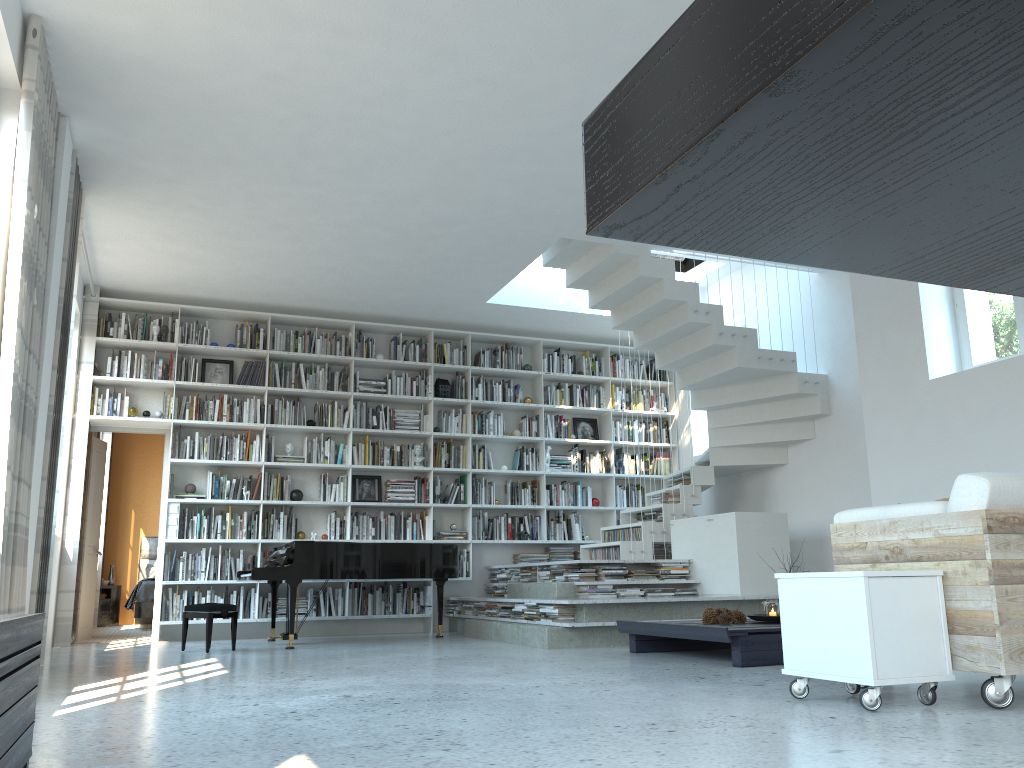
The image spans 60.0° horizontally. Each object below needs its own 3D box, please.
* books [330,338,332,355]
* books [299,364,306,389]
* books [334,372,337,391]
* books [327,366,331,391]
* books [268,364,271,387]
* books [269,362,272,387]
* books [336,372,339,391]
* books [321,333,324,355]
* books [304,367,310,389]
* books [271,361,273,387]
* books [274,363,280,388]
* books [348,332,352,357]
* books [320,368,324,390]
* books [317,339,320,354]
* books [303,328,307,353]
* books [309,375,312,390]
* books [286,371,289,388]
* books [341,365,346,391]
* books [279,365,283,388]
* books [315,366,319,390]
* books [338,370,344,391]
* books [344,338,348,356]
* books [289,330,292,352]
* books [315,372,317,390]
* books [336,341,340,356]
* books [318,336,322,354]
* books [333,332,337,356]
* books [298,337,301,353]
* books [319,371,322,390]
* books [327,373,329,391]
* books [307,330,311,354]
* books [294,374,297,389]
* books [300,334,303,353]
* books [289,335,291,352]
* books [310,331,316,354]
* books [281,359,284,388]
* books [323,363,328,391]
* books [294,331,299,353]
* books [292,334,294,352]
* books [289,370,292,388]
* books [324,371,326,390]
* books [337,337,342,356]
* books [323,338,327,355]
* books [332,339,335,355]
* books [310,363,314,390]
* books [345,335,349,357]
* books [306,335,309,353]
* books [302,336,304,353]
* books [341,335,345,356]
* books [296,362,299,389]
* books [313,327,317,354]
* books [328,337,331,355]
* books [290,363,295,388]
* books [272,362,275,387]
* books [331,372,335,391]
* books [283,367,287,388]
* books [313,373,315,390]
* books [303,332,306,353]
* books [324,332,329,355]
[{"bbox_3d":[-1.877,-0.349,9.130,0.013,0.206,0.178,4,-13,-21],"label":"books"},{"bbox_3d":[-2.126,-0.046,8.971,0.075,0.285,0.178,4,-13,-21],"label":"books"},{"bbox_3d":[-1.827,0.008,9.089,0.022,0.222,0.161,4,-13,-21],"label":"books"},{"bbox_3d":[-1.881,-0.025,9.092,0.022,0.290,0.147,4,-13,-21],"label":"books"},{"bbox_3d":[-2.429,-0.054,8.845,0.023,0.255,0.175,4,-13,-21],"label":"books"},{"bbox_3d":[-2.418,-0.063,8.868,0.013,0.283,0.159,4,-13,-21],"label":"books"},{"bbox_3d":[-1.811,0.006,9.113,0.025,0.236,0.153,4,-13,-21],"label":"books"},{"bbox_3d":[-1.959,-0.380,9.130,0.014,0.268,0.156,4,-13,-21],"label":"books"},{"bbox_3d":[-2.084,-0.029,9.001,0.027,0.264,0.169,4,-13,-21],"label":"books"},{"bbox_3d":[-2.414,-0.071,8.894,0.014,0.308,0.130,4,-13,-21],"label":"books"},{"bbox_3d":[-2.361,-0.054,8.894,0.067,0.274,0.168,4,-13,-21],"label":"books"},{"bbox_3d":[-1.700,-0.374,9.218,0.026,0.288,0.176,4,-13,-21],"label":"books"},{"bbox_3d":[-1.946,-0.017,9.054,0.028,0.260,0.136,4,-13,-21],"label":"books"},{"bbox_3d":[-2.000,-0.346,9.096,0.031,0.189,0.182,4,-13,-21],"label":"books"},{"bbox_3d":[-2.119,-0.408,9.061,0.010,0.298,0.151,4,-13,-21],"label":"books"},{"bbox_3d":[-2.055,0.013,8.996,0.028,0.179,0.168,4,-13,-21],"label":"books"},{"bbox_3d":[-2.268,-0.012,8.921,0.024,0.201,0.153,4,-13,-21],"label":"books"},{"bbox_3d":[-1.754,-0.026,9.122,0.058,0.302,0.175,4,-13,-21],"label":"books"},{"bbox_3d":[-2.322,-0.046,8.900,0.011,0.259,0.157,4,-13,-21],"label":"books"},{"bbox_3d":[-1.993,-0.032,9.044,0.026,0.286,0.138,4,-13,-21],"label":"books"},{"bbox_3d":[-1.767,-0.008,9.113,0.055,0.263,0.167,4,-13,-21],"label":"books"},{"bbox_3d":[-1.735,-0.346,9.194,0.026,0.225,0.172,4,-13,-21],"label":"books"},{"bbox_3d":[-2.252,-0.401,9.006,0.010,0.263,0.160,4,-13,-21],"label":"books"},{"bbox_3d":[-2.004,0.002,9.018,0.010,0.208,0.174,4,-13,-21],"label":"books"},{"bbox_3d":[-1.814,-0.332,9.162,0.031,0.184,0.177,4,-13,-21],"label":"books"},{"bbox_3d":[-1.977,-0.365,9.119,0.026,0.235,0.134,4,-13,-21],"label":"books"},{"bbox_3d":[-1.837,-0.381,9.170,0.013,0.285,0.160,4,-13,-21],"label":"books"},{"bbox_3d":[-2.176,-0.363,9.037,0.030,0.201,0.152,4,-13,-21],"label":"books"},{"bbox_3d":[-1.961,-0.006,9.025,0.021,0.225,0.192,4,-13,-21],"label":"books"},{"bbox_3d":[-1.901,0.011,9.074,0.024,0.213,0.150,4,-13,-21],"label":"books"},{"bbox_3d":[-2.081,-0.395,9.070,0.013,0.275,0.165,4,-13,-21],"label":"books"},{"bbox_3d":[-2.194,0.004,8.951,0.034,0.180,0.160,4,-13,-21],"label":"books"},{"bbox_3d":[-2.154,-0.378,9.045,0.013,0.234,0.155,4,-13,-21],"label":"books"},{"bbox_3d":[-2.262,-0.374,8.994,0.015,0.207,0.167,4,-13,-21],"label":"books"},{"bbox_3d":[-2.050,-0.392,9.079,0.052,0.272,0.173,4,-13,-21],"label":"books"},{"bbox_3d":[-2.308,-0.074,8.902,0.012,0.314,0.172,4,-13,-21],"label":"books"},{"bbox_3d":[-1.911,-0.044,9.059,0.011,0.313,0.184,4,-13,-21],"label":"books"},{"bbox_3d":[-2.206,-0.395,9.041,0.028,0.267,0.151,4,-13,-21],"label":"books"},{"bbox_3d":[-2.245,-0.380,9.032,0.025,0.234,0.130,4,-13,-21],"label":"books"},{"bbox_3d":[-2.241,-0.020,8.926,0.029,0.218,0.158,4,-13,-21],"label":"books"},{"bbox_3d":[-1.925,-0.002,9.056,0.013,0.230,0.142,4,-13,-21],"label":"books"},{"bbox_3d":[-1.792,-0.353,9.187,0.026,0.236,0.149,4,-13,-21],"label":"books"},{"bbox_3d":[-1.941,-0.349,9.140,0.029,0.213,0.142,4,-13,-21],"label":"books"},{"bbox_3d":[-1.857,-0.345,9.134,0.026,0.199,0.187,4,-13,-21],"label":"books"},{"bbox_3d":[-2.038,-0.048,9.016,0.012,0.307,0.145,4,-13,-21],"label":"books"},{"bbox_3d":[-1.720,-0.364,9.213,0.014,0.266,0.172,4,-13,-21],"label":"books"},{"bbox_3d":[-2.105,-0.373,9.072,0.029,0.235,0.130,4,-13,-21],"label":"books"},{"bbox_3d":[-2.140,-0.370,9.041,0.011,0.215,0.160,4,-13,-21],"label":"books"},{"bbox_3d":[-1.769,-0.361,9.207,0.030,0.260,0.151,4,-13,-21],"label":"books"},{"bbox_3d":[-2.176,-0.058,8.981,0.013,0.314,0.135,4,-13,-21],"label":"books"},{"bbox_3d":[-2.024,-0.407,9.108,0.014,0.314,0.166,4,-13,-21],"label":"books"},{"bbox_3d":[-1.897,-0.358,9.138,0.021,0.228,0.161,4,-13,-21],"label":"books"},{"bbox_3d":[-2.218,-0.055,8.943,0.023,0.292,0.156,4,-13,-21],"label":"books"},{"bbox_3d":[-2.394,-0.064,8.876,0.010,0.286,0.148,4,-13,-21],"label":"books"},{"bbox_3d":[-1.849,0.008,9.076,0.030,0.217,0.183,4,-13,-21],"label":"books"},{"bbox_3d":[-2.289,-0.036,8.903,0.031,0.241,0.181,4,-13,-21],"label":"books"},{"bbox_3d":[-2.030,0.005,9.036,0.024,0.212,0.128,4,-13,-21],"label":"books"},{"bbox_3d":[-2.129,-0.386,9.049,0.013,0.251,0.184,4,-13,-21],"label":"books"},{"bbox_3d":[-1.912,-0.379,9.129,0.014,0.266,0.192,4,-13,-21],"label":"books"}]
